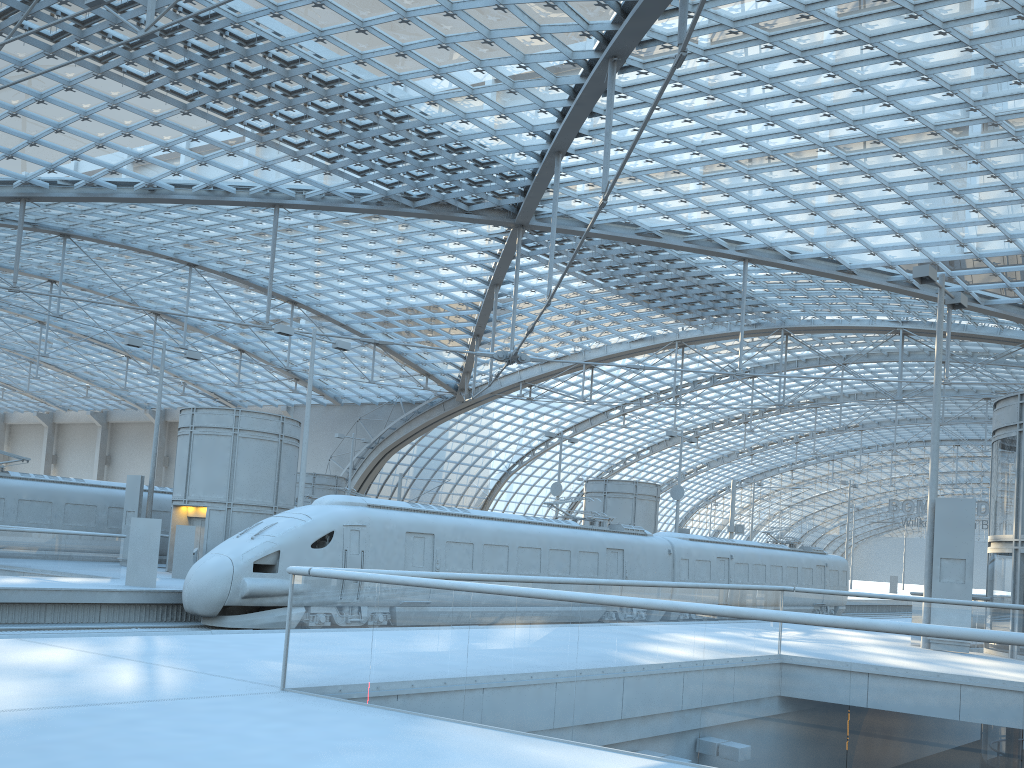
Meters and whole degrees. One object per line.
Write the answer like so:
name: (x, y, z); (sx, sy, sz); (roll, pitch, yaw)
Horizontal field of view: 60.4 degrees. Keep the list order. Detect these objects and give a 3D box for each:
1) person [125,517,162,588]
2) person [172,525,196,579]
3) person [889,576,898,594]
person: (-8.916, 4.100, 21.280); (0.874, 1.694, 0.001); (3, -4, 16)
person: (-9.620, 4.948, 25.759); (0.709, 1.601, 0.001); (2, -4, 21)
person: (33.948, 17.869, 78.148); (0.001, 1.601, 0.711); (7, -5, -43)
